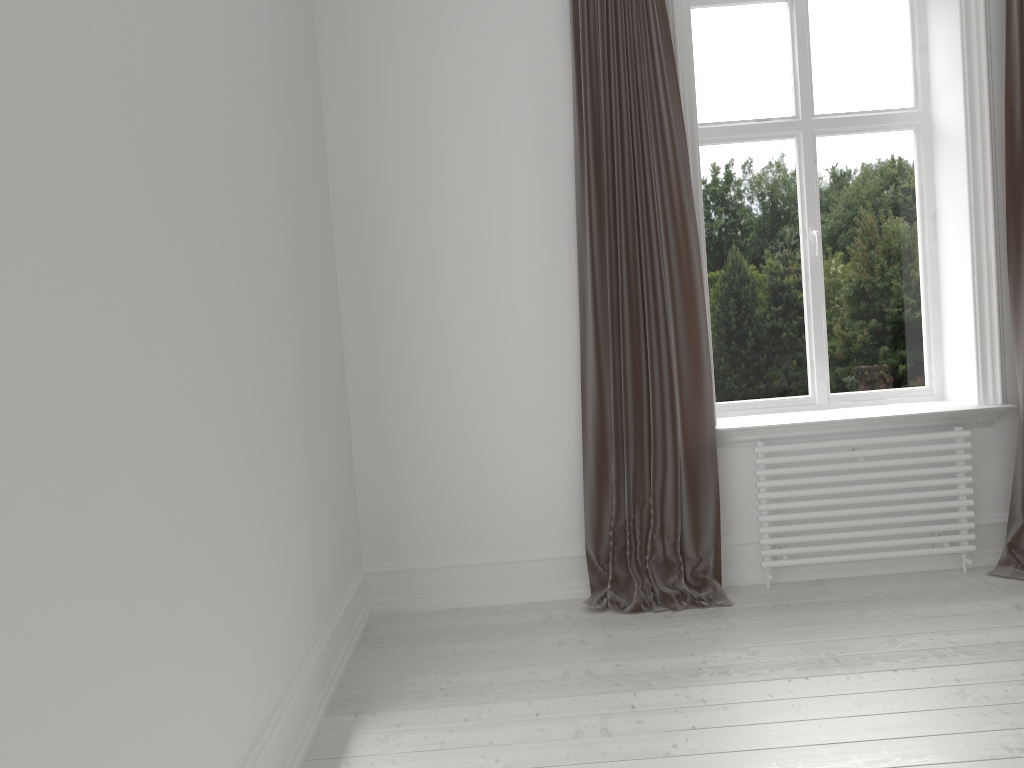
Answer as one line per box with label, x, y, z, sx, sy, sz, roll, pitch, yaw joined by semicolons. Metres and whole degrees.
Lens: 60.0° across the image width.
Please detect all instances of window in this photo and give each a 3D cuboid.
window;1.346;-0.832;3.982;1.112;1.956;0.120;-4;3;0

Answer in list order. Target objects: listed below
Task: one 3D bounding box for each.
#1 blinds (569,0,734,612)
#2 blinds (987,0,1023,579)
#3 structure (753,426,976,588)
blinds;0.480;-0.453;3.500;0.595;2.681;0.246;-4;3;8
blinds;2.221;-0.587;3.484;0.769;2.680;0.318;-5;3;-5
structure;1.454;0.534;3.693;0.887;0.670;0.120;-4;3;0
